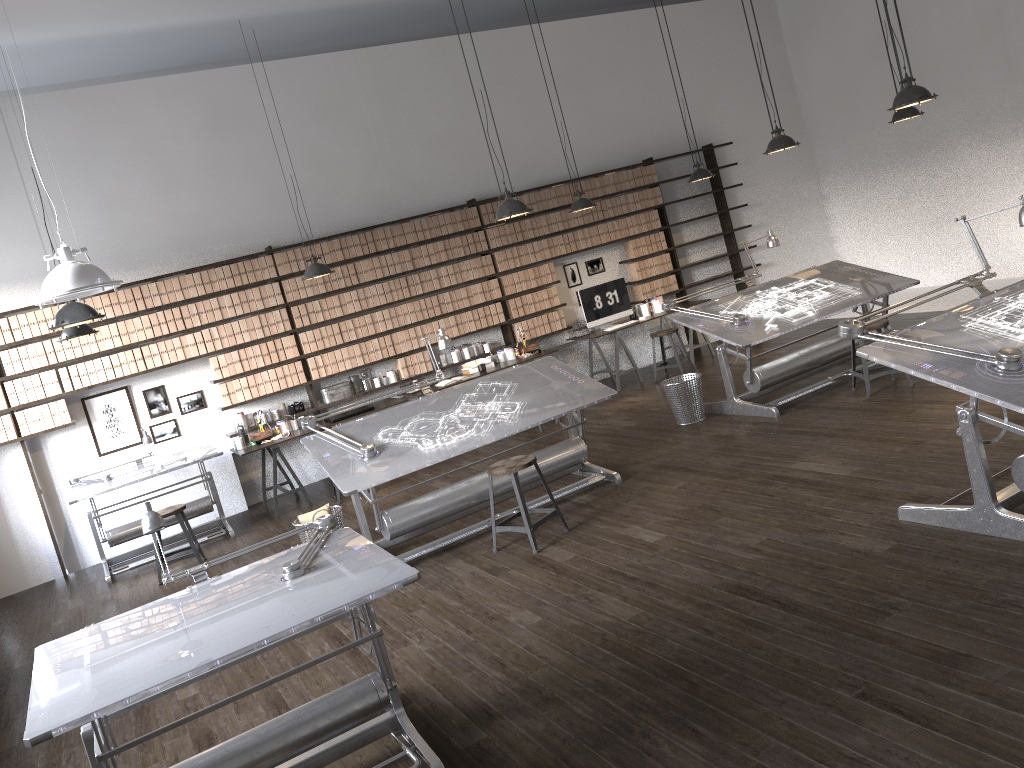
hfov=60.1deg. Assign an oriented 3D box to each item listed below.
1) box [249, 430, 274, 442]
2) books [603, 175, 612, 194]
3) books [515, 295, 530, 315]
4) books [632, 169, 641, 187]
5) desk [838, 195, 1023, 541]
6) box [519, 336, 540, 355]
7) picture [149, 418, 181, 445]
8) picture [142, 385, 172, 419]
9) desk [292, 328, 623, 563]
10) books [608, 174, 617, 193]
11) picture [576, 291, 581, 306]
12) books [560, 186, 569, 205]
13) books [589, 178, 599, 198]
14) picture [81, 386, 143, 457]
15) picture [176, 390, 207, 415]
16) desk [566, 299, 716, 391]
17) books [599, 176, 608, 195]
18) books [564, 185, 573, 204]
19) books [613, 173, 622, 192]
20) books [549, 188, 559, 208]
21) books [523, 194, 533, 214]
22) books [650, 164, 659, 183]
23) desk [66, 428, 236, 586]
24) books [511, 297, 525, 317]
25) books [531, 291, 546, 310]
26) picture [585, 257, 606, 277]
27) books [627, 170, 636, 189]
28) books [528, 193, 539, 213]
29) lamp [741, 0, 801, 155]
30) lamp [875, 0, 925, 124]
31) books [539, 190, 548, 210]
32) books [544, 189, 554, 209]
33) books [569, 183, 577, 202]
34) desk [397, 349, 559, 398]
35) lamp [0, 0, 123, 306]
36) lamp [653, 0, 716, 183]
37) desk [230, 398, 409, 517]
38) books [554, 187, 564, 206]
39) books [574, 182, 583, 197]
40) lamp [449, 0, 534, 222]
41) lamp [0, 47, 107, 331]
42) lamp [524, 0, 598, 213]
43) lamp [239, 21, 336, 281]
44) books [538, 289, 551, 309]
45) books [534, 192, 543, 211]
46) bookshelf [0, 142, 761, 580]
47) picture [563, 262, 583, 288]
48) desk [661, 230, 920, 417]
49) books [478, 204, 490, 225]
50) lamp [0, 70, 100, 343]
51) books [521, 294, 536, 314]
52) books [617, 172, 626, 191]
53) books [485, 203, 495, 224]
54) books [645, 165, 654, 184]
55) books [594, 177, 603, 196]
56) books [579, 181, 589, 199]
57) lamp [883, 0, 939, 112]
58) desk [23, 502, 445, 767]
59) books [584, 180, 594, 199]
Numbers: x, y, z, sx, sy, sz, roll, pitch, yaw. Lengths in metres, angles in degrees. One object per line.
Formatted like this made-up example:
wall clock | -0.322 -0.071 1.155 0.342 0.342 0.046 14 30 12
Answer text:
box | -2.413 0.510 8.513 0.213 0.083 0.137 -19 8 -26
books | 1.105 -2.379 10.654 0.067 0.224 0.174 -18 7 -25
books | 0.116 -0.892 10.112 0.067 0.224 0.174 -18 7 -25
books | 1.474 -2.505 10.835 0.067 0.225 0.174 -18 7 -25
desk | 2.680 -0.245 4.284 2.081 1.380 1.075 -18 7 -25
box | 0.174 -0.441 9.817 0.213 0.206 0.137 -18 7 -25
picture | -3.349 0.456 8.545 0.252 0.183 0.023 -18 6 -25
picture | -3.417 0.172 8.525 0.202 0.283 0.022 -18 6 -26
desk | -0.475 0.326 6.262 2.294 1.380 1.075 -19 7 -25
books | 1.168 -2.400 10.683 0.067 0.225 0.174 -18 7 -25
picture | 0.894 -1.056 10.681 0.252 0.183 0.023 -18 6 -25
books | 0.568 -2.195 10.384 0.067 0.224 0.174 -18 7 -25
books | 0.934 -2.321 10.571 0.067 0.224 0.174 -18 7 -25
picture | -3.757 0.350 8.340 0.417 0.572 0.040 -18 6 -26
picture | -3.134 0.182 8.661 0.252 0.183 0.023 -18 6 -25
desk | 1.569 -0.439 10.377 1.679 0.666 0.655 -19 7 -25
books | 1.050 -2.361 10.628 0.067 0.224 0.174 -18 7 -25
books | 0.623 -2.214 10.415 0.067 0.224 0.174 -18 7 -25
books | 1.227 -2.421 10.717 0.067 0.224 0.174 -18 7 -25
books | 0.453 -2.155 10.322 0.067 0.224 0.174 -18 7 -25
books | 0.147 -2.051 10.172 0.067 0.224 0.174 -18 7 -25
books | 1.711 -2.587 10.958 0.067 0.224 0.174 -18 7 -25
desk | -3.237 0.984 7.935 1.276 1.093 1.070 -18 7 -25
books | 0.054 -0.870 10.075 0.067 0.225 0.174 -18 7 -25
books | 0.299 -0.954 10.204 0.067 0.224 0.174 -18 7 -25
picture | 1.007 -1.423 10.751 0.252 0.183 0.023 -18 6 -25
books | 1.412 -2.483 10.804 0.067 0.224 0.174 -18 7 -25
books | 0.210 -2.072 10.201 0.067 0.225 0.174 -18 7 -25
lamp | 1.954 -3.027 7.273 0.311 2.242 0.314 -15 5 -1
lamp | 3.290 -3.484 7.945 0.311 2.242 0.313 -10 7 44
books | 0.328 -2.113 10.267 0.067 0.224 0.174 -18 7 -25
books | 0.389 -2.134 10.294 0.067 0.224 0.174 -18 7 -25
books | 0.689 -2.236 10.442 0.067 0.225 0.174 -18 7 -25
desk | -0.271 0.191 9.452 1.679 0.666 0.655 -19 7 -25
lamp | -1.858 -1.398 3.101 0.311 2.242 0.313 -10 7 44
lamp | 1.757 -3.289 9.475 0.311 2.242 0.314 -15 5 -1
desk | -1.789 0.711 8.689 1.679 0.666 0.655 -19 7 -25
books | 0.515 -2.176 10.353 0.067 0.225 0.174 -18 7 -25
books | 0.751 -2.258 10.479 0.067 0.224 0.174 -18 7 -25
lamp | -0.285 -2.260 6.147 0.311 2.242 0.314 -16 5 -5
lamp | -2.748 -1.416 4.909 0.311 2.242 0.313 -10 7 44
lamp | 0.420 -2.831 8.803 0.311 2.242 0.314 -15 5 -1
lamp | -1.974 -2.010 7.599 0.311 2.242 0.313 -10 7 44
books | 0.360 -0.974 10.228 0.067 0.225 0.174 -18 7 -25
books | 0.269 -2.093 10.235 0.067 0.224 0.174 -18 7 -25
bookshelf | -0.777 -0.288 9.743 9.234 3.193 0.373 -19 6 -25
picture | 0.724 -1.305 10.610 0.202 0.283 0.022 -18 6 -26
desk | 2.408 -0.662 7.712 2.081 1.380 1.075 -18 7 -25
books | -0.335 -1.886 9.933 0.067 0.224 0.174 -18 7 -25
lamp | -3.647 -1.437 6.754 0.311 2.242 0.313 -10 7 44
books | 0.179 -0.913 10.139 0.067 0.224 0.174 -18 7 -25
books | 1.286 -2.442 10.749 0.067 0.224 0.174 -18 7 -25
books | -0.269 -1.908 9.960 0.067 0.225 0.174 -18 7 -25
books | 1.649 -2.566 10.932 0.067 0.224 0.174 -18 7 -25
books | 0.995 -2.341 10.595 0.067 0.225 0.174 -18 7 -25
books | 0.814 -2.279 10.506 0.067 0.224 0.174 -18 7 -25
lamp | 2.309 -2.883 5.646 0.311 2.255 0.314 -15 5 -1
desk | -1.073 1.006 3.360 1.276 1.184 1.170 -18 7 -25
books | 0.873 -2.300 10.540 0.067 0.224 0.174 -18 7 -25
